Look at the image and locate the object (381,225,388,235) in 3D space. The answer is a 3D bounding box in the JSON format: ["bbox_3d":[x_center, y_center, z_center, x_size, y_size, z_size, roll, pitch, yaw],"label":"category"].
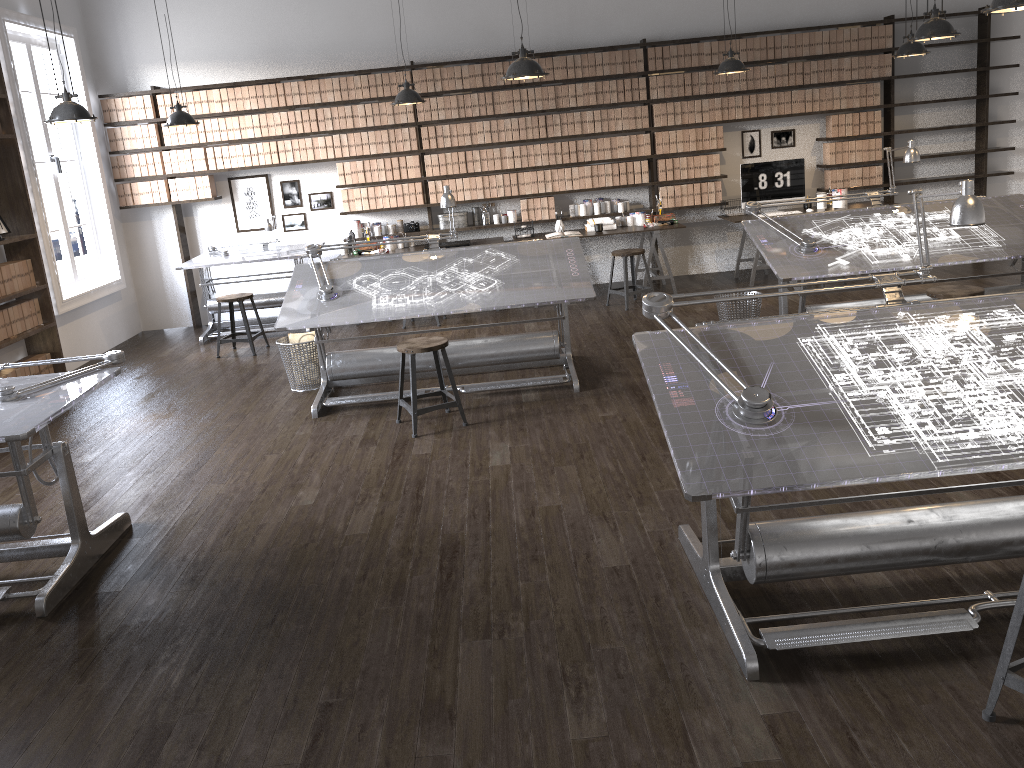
[{"bbox_3d":[-1.320,-1.590,9.164,0.063,0.092,0.064,-9,14,-14],"label":"object"}]

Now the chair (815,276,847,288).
[{"bbox_3d":[2.916,-1.182,8.407,0.360,0.522,0.374,-14,16,-31],"label":"chair"}]

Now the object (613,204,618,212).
[{"bbox_3d":[1.082,-1.827,9.216,0.054,0.080,0.055,-8,14,-10],"label":"object"}]

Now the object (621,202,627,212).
[{"bbox_3d":[1.164,-1.839,9.192,0.063,0.093,0.063,3,16,31],"label":"object"}]

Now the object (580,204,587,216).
[{"bbox_3d":[0.734,-1.793,9.140,0.062,0.118,0.062,-17,18,-39],"label":"object"}]

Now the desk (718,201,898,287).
[{"bbox_3d":[3.006,-1.422,8.963,1.668,0.662,0.663,-6,14,0],"label":"desk"}]

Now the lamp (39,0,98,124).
[{"bbox_3d":[-2.874,-2.728,5.315,0.312,2.227,0.315,-10,14,-20],"label":"lamp"}]

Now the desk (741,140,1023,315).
[{"bbox_3d":[2.721,-0.984,6.176,2.068,1.371,1.089,-6,14,0],"label":"desk"}]

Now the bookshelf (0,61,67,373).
[{"bbox_3d":[-4.103,-0.785,6.177,0.412,3.681,2.503,-6,14,0],"label":"bookshelf"}]

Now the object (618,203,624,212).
[{"bbox_3d":[1.125,-1.821,9.140,0.062,0.094,0.062,3,16,31],"label":"object"}]

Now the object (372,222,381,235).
[{"bbox_3d":[-1.406,-1.621,9.255,0.095,0.126,0.095,2,16,29],"label":"object"}]

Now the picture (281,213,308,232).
[{"bbox_3d":[-2.285,-1.699,9.310,0.251,0.181,0.023,-6,13,0],"label":"picture"}]

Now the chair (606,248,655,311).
[{"bbox_3d":[1.114,-0.996,8.369,0.373,0.522,0.361,-13,15,-26],"label":"chair"}]

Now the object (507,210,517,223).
[{"bbox_3d":[0.001,-1.738,9.189,0.095,0.126,0.095,-4,14,6],"label":"object"}]

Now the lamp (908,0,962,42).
[{"bbox_3d":[2.568,-3.265,5.355,0.311,2.227,0.316,0,14,24],"label":"lamp"}]

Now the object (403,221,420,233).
[{"bbox_3d":[-1.041,-1.628,9.174,0.171,0.107,0.092,-6,14,0],"label":"object"}]

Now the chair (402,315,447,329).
[{"bbox_3d":[-0.853,-0.821,8.422,0.371,0.522,0.363,-4,14,8],"label":"chair"}]

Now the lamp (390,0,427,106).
[{"bbox_3d":[-0.991,-3.479,7.336,0.312,2.227,0.315,-10,14,-20],"label":"lamp"}]

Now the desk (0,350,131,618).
[{"bbox_3d":[-2.443,0.259,3.896,1.269,1.175,1.185,-6,14,0],"label":"desk"}]

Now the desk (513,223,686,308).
[{"bbox_3d":[0.876,-1.212,8.948,1.668,0.662,0.663,-6,14,0],"label":"desk"}]

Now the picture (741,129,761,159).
[{"bbox_3d":[2.503,-2.511,9.268,0.201,0.281,0.022,-6,13,-1],"label":"picture"}]

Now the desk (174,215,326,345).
[{"bbox_3d":[-2.526,-1.079,8.845,1.269,1.085,1.084,-6,14,0],"label":"desk"}]

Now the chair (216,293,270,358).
[{"bbox_3d":[-2.441,-0.530,7.932,0.371,0.522,0.363,-4,14,8],"label":"chair"}]

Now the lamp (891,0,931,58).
[{"bbox_3d":[3.327,-3.905,7.367,0.311,2.227,0.316,0,14,24],"label":"lamp"}]

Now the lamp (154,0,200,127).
[{"bbox_3d":[-2.929,-3.286,7.317,0.312,2.227,0.315,-10,14,-20],"label":"lamp"}]

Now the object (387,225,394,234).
[{"bbox_3d":[-1.258,-1.602,9.186,0.062,0.093,0.062,-9,14,-14],"label":"object"}]

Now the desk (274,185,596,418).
[{"bbox_3d":[-0.615,-0.655,6.151,2.279,1.371,1.089,-6,14,0],"label":"desk"}]

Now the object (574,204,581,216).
[{"bbox_3d":[0.678,-1.799,9.182,0.063,0.117,0.064,6,18,39],"label":"object"}]

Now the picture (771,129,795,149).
[{"bbox_3d":[2.834,-2.563,9.265,0.251,0.181,0.023,-6,13,0],"label":"picture"}]

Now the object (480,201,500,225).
[{"bbox_3d":[-0.240,-1.799,9.209,0.182,0.269,0.158,-10,14,-16],"label":"object"}]

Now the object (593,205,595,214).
[{"bbox_3d":[0.873,-1.819,9.232,0.054,0.100,0.055,-2,14,16],"label":"object"}]

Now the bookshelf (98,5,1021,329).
[{"bbox_3d":[0.629,-1.850,9.278,9.176,3.172,0.378,-6,13,0],"label":"bookshelf"}]

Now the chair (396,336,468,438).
[{"bbox_3d":[-0.514,0.002,5.379,0.359,0.522,0.375,-11,15,-21],"label":"chair"}]

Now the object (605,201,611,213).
[{"bbox_3d":[0.994,-1.839,9.212,0.062,0.118,0.062,-14,16,-31],"label":"object"}]

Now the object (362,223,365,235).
[{"bbox_3d":[-1.555,-1.621,9.273,0.072,0.127,0.071,-18,18,-42],"label":"object"}]

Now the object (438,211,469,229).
[{"bbox_3d":[-0.608,-1.702,9.210,0.317,0.151,0.195,-6,15,-1],"label":"object"}]

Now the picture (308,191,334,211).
[{"bbox_3d":[-1.996,-1.913,9.269,0.251,0.181,0.023,-6,13,0],"label":"picture"}]

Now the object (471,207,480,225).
[{"bbox_3d":[-0.379,-1.760,9.294,0.079,0.186,0.079,-11,14,-21],"label":"object"}]

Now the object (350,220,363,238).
[{"bbox_3d":[-1.604,-1.597,9.137,0.106,0.175,0.109,-5,14,1],"label":"object"}]

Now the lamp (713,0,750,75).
[{"bbox_3d":[1.780,-3.752,7.356,0.311,2.227,0.316,0,14,24],"label":"lamp"}]

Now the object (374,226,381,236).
[{"bbox_3d":[-1.388,-1.580,9.150,0.062,0.093,0.062,-9,14,-14],"label":"object"}]

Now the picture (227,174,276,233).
[{"bbox_3d":[-2.712,-1.883,9.245,0.415,0.568,0.040,-6,13,0],"label":"picture"}]

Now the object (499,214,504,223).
[{"bbox_3d":[-0.113,-1.729,9.246,0.063,0.092,0.063,-16,17,-37],"label":"object"}]

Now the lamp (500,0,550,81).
[{"bbox_3d":[-0.024,-3.009,5.336,0.310,2.227,0.316,-1,14,20],"label":"lamp"}]

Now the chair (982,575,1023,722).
[{"bbox_3d":[1.500,0.679,2.282,0.359,0.522,0.375,-11,15,-21],"label":"chair"}]

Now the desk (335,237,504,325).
[{"bbox_3d":[-0.880,-1.038,8.935,1.668,0.662,0.663,-6,14,0],"label":"desk"}]

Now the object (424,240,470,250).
[{"bbox_3d":[-0.637,-1.370,8.747,0.445,0.033,0.316,-6,16,0],"label":"object"}]

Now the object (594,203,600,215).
[{"bbox_3d":[0.878,-1.808,9.144,0.062,0.118,0.062,-14,16,-31],"label":"object"}]

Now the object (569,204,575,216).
[{"bbox_3d":[0.630,-1.808,9.229,0.062,0.118,0.062,6,18,39],"label":"object"}]

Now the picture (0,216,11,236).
[{"bbox_3d":[-4.161,-1.344,6.995,0.161,0.360,0.347,-6,14,0],"label":"picture"}]

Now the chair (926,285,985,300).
[{"bbox_3d":[2.702,-0.317,5.410,0.372,0.522,0.362,2,16,27],"label":"chair"}]

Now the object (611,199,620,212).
[{"bbox_3d":[1.092,-1.874,9.294,0.094,0.128,0.096,-9,14,-13],"label":"object"}]

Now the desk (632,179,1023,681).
[{"bbox_3d":[1.507,0.010,3.059,2.068,1.371,1.089,-6,14,0],"label":"desk"}]

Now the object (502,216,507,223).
[{"bbox_3d":[-0.070,-1.726,9.230,0.062,0.092,0.183,-2,15,13],"label":"object"}]

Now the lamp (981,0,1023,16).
[{"bbox_3d":[2.203,-2.780,3.779,0.311,2.240,0.316,0,14,24],"label":"lamp"}]

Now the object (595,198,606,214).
[{"bbox_3d":[0.919,-1.856,9.240,0.094,0.160,0.208,-5,15,1],"label":"object"}]

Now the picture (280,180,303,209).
[{"bbox_3d":[-2.303,-1.982,9.246,0.201,0.281,0.022,-6,13,-1],"label":"picture"}]

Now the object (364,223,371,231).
[{"bbox_3d":[-1.502,-1.610,9.214,0.070,0.129,0.071,5,17,37],"label":"object"}]

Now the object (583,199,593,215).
[{"bbox_3d":[0.791,-1.840,9.228,0.095,0.160,0.095,-7,14,-4],"label":"object"}]
